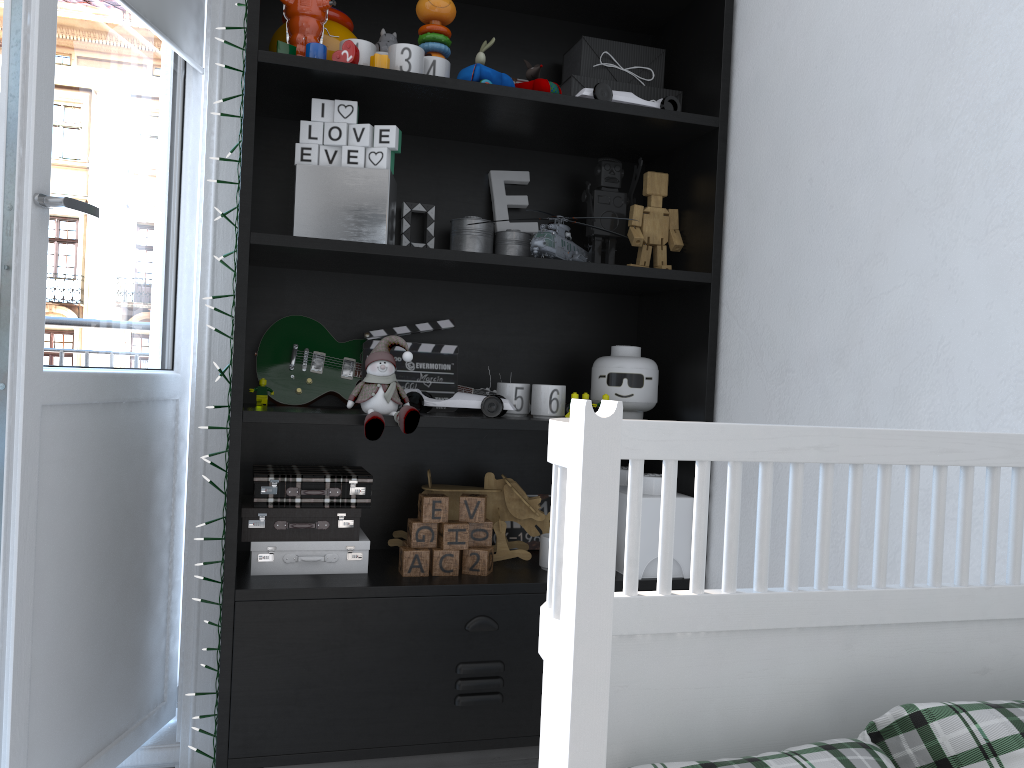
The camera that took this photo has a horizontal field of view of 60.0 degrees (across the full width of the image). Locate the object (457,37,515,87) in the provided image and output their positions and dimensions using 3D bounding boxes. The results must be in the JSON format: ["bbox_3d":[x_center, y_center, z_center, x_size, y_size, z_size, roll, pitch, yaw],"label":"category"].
[{"bbox_3d":[-0.045,-0.607,1.726,0.121,0.126,0.087,2,1,-40],"label":"object"}]

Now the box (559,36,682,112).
[{"bbox_3d":[0.226,-0.628,1.904,0.251,0.189,0.179,3,0,-17],"label":"box"}]

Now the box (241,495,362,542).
[{"bbox_3d":[-0.409,0.258,1.708,0.216,0.062,0.179,3,0,-17],"label":"box"}]

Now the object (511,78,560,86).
[{"bbox_3d":[0.144,-0.605,1.990,0.347,0.132,0.037,3,1,-17],"label":"object"}]

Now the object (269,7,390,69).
[{"bbox_3d":[-0.354,-0.656,1.681,0.197,0.197,0.318,2,0,-20],"label":"object"}]

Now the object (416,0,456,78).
[{"bbox_3d":[-0.148,-0.656,1.694,0.077,0.213,0.077,3,1,17],"label":"object"}]

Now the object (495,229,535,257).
[{"bbox_3d":[0.032,-0.282,1.822,0.078,0.091,0.246,2,0,-22],"label":"object"}]

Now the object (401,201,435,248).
[{"bbox_3d":[-0.199,-0.313,1.874,0.070,0.134,0.028,2,1,-17],"label":"object"}]

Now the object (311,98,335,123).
[{"bbox_3d":[-0.342,-0.489,1.604,0.040,0.040,0.040,3,0,-12],"label":"object"}]

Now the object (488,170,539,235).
[{"bbox_3d":[0.003,-0.396,1.942,0.107,0.151,0.055,2,1,-17],"label":"object"}]

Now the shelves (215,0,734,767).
[{"bbox_3d":[-0.082,-0.007,1.779,0.911,1.678,0.353,2,1,-17],"label":"shelves"}]

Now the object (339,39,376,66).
[{"bbox_3d":[-0.285,-0.589,1.629,0.067,0.067,0.067,3,0,-16],"label":"object"}]

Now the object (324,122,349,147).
[{"bbox_3d":[-0.315,-0.448,1.605,0.040,0.040,0.040,3,0,3],"label":"object"}]

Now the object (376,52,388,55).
[{"bbox_3d":[-0.246,-0.587,1.687,0.067,0.067,0.067,2,1,-43],"label":"object"}]

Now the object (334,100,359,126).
[{"bbox_3d":[-0.300,-0.487,1.605,0.040,0.040,0.040,3,0,-7],"label":"object"}]

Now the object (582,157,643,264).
[{"bbox_3d":[0.210,-0.357,1.893,0.117,0.259,0.081,2,1,-17],"label":"object"}]

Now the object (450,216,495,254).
[{"bbox_3d":[-0.085,-0.296,1.873,0.095,0.110,0.095,3,1,-12],"label":"object"}]

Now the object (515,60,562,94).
[{"bbox_3d":[0.048,-0.603,1.798,0.122,0.112,0.087,3,1,44],"label":"object"}]

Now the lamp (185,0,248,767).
[{"bbox_3d":[-0.125,-0.012,1.833,0.985,1.684,0.095,2,1,-19],"label":"lamp"}]

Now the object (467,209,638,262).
[{"bbox_3d":[0.093,-0.285,1.806,0.368,0.106,0.349,3,0,-15],"label":"object"}]

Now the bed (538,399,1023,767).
[{"bbox_3d":[0.510,0.450,0.145,0.670,0.833,1.403,3,0,-17],"label":"bed"}]

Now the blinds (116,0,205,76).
[{"bbox_3d":[-0.671,-0.862,1.636,0.032,0.390,0.565,3,0,3],"label":"blinds"}]

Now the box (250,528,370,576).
[{"bbox_3d":[-0.394,0.320,1.714,0.216,0.062,0.179,3,0,-17],"label":"box"}]

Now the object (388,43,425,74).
[{"bbox_3d":[-0.197,-0.585,1.640,0.067,0.067,0.067,3,0,-16],"label":"object"}]

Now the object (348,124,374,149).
[{"bbox_3d":[-0.270,-0.446,1.607,0.040,0.040,0.040,3,0,13],"label":"object"}]

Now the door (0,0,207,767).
[{"bbox_3d":[-1.230,-0.198,1.543,1.264,1.839,0.636,3,1,-15],"label":"door"}]

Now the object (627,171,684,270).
[{"bbox_3d":[0.299,-0.333,1.855,0.114,0.221,0.052,2,1,-17],"label":"object"}]

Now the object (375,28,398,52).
[{"bbox_3d":[-0.252,-0.634,1.791,0.063,0.160,0.063,2,1,-38],"label":"object"}]

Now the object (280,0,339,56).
[{"bbox_3d":[-0.365,-0.661,1.604,0.105,0.203,0.072,3,1,-9],"label":"object"}]

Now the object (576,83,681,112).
[{"bbox_3d":[0.228,-0.556,1.761,0.230,0.048,0.098,3,0,-27],"label":"object"}]

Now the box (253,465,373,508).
[{"bbox_3d":[-0.389,0.197,1.714,0.216,0.062,0.179,3,0,-17],"label":"box"}]

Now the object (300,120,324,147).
[{"bbox_3d":[-0.361,-0.450,1.604,0.040,0.040,0.040,3,0,-7],"label":"object"}]
